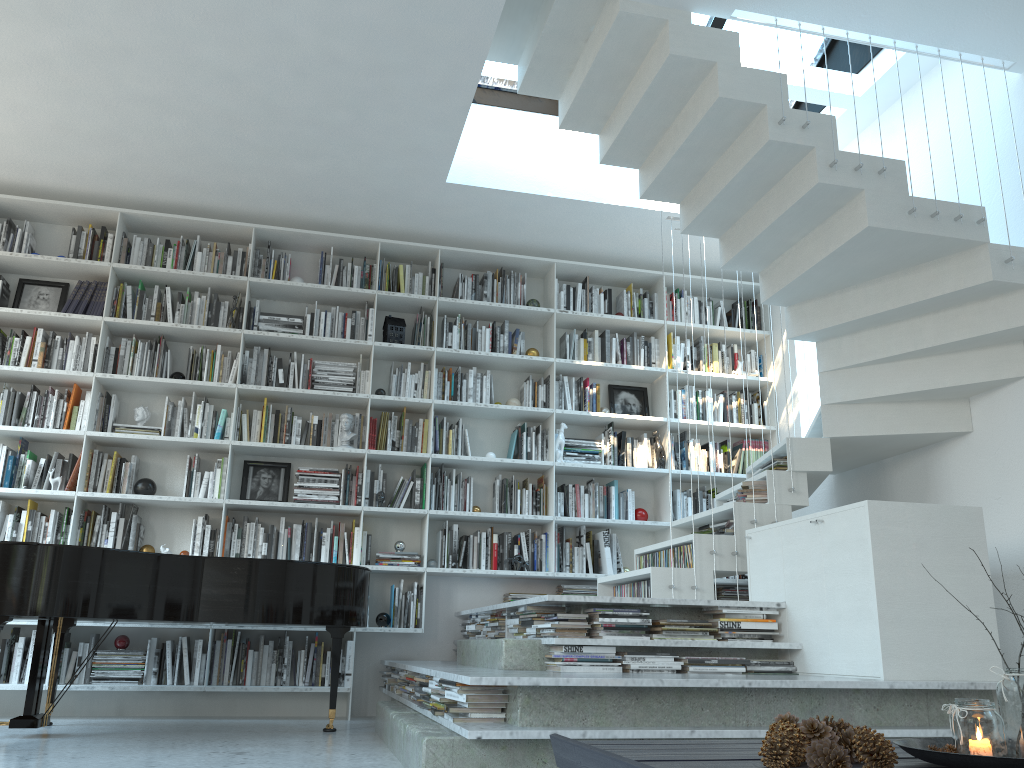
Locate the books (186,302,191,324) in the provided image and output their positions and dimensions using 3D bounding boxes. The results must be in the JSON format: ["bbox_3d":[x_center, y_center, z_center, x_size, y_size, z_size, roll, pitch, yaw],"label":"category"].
[{"bbox_3d":[-2.144,-0.420,5.895,0.024,0.211,0.128,5,-16,-12],"label":"books"}]

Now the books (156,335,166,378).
[{"bbox_3d":[-2.282,-0.141,5.765,0.005,0.330,0.162,5,-16,-12],"label":"books"}]

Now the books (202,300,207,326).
[{"bbox_3d":[-2.038,-0.426,5.899,0.013,0.230,0.142,5,-16,-12],"label":"books"}]

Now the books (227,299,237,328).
[{"bbox_3d":[-1.874,-0.430,5.932,0.055,0.263,0.167,5,-16,-12],"label":"books"}]

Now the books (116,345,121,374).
[{"bbox_3d":[-2.518,-0.118,5.697,0.012,0.239,0.134,5,-16,-12],"label":"books"}]

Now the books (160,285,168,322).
[{"bbox_3d":[-2.297,-0.485,5.866,0.013,0.314,0.135,5,-16,-12],"label":"books"}]

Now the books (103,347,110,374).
[{"bbox_3d":[-2.581,-0.111,5.668,0.015,0.207,0.186,5,-17,-12],"label":"books"}]

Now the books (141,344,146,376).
[{"bbox_3d":[-2.371,-0.114,5.731,0.011,0.255,0.152,5,-16,-12],"label":"books"}]

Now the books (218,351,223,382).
[{"bbox_3d":[-1.916,-0.077,5.831,0.010,0.256,0.140,5,-16,-12],"label":"books"}]

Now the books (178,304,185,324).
[{"bbox_3d":[-2.175,-0.414,5.858,0.028,0.179,0.168,5,-17,-12],"label":"books"}]

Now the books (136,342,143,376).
[{"bbox_3d":[-2.386,-0.120,5.704,0.012,0.251,0.184,5,-17,-12],"label":"books"}]

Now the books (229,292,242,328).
[{"bbox_3d":[-1.858,-0.448,5.941,0.058,0.301,0.175,5,-16,-12],"label":"books"}]

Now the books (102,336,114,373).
[{"bbox_3d":[-2.597,-0.145,5.691,0.012,0.284,0.160,5,-16,-12],"label":"books"}]

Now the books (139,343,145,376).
[{"bbox_3d":[-2.381,-0.117,5.730,0.010,0.261,0.170,5,-16,-12],"label":"books"}]

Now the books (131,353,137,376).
[{"bbox_3d":[-2.420,-0.085,5.710,0.029,0.186,0.149,5,-17,-12],"label":"books"}]

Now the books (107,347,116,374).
[{"bbox_3d":[-2.565,-0.111,5.698,0.029,0.224,0.137,5,-16,-12],"label":"books"}]

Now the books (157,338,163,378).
[{"bbox_3d":[-2.277,-0.129,5.761,0.005,0.304,0.163,5,-16,-12],"label":"books"}]

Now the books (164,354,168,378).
[{"bbox_3d":[-2.240,-0.078,5.761,0.004,0.209,0.132,5,-16,-12],"label":"books"}]

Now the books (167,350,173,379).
[{"bbox_3d":[-2.222,-0.090,5.761,0.031,0.231,0.148,5,-16,-12],"label":"books"}]

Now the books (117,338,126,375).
[{"bbox_3d":[-2.498,-0.138,5.700,0.026,0.278,0.151,5,-16,-12],"label":"books"}]

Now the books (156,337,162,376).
[{"bbox_3d":[-2.288,-0.134,5.765,0.005,0.315,0.157,5,-16,-12],"label":"books"}]

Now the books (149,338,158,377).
[{"bbox_3d":[-2.316,-0.130,5.736,0.011,0.290,0.177,5,-16,-12],"label":"books"}]

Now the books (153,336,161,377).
[{"bbox_3d":[-2.300,-0.139,5.757,0.004,0.320,0.153,5,-16,-12],"label":"books"}]

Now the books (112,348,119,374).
[{"bbox_3d":[-2.539,-0.106,5.702,0.024,0.218,0.140,5,-16,-12],"label":"books"}]

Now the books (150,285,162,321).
[{"bbox_3d":[-2.344,-0.483,5.835,0.023,0.292,0.156,5,-16,-12],"label":"books"}]

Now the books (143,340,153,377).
[{"bbox_3d":[-2.349,-0.126,5.729,0.011,0.278,0.169,5,-16,-12],"label":"books"}]

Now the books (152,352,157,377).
[{"bbox_3d":[-2.312,-0.086,5.752,0.012,0.216,0.133,5,-16,-12],"label":"books"}]

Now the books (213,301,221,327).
[{"bbox_3d":[-1.960,-0.416,5.907,0.030,0.217,0.183,5,-17,-12],"label":"books"}]

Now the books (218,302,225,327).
[{"bbox_3d":[-1.936,-0.415,5.917,0.022,0.222,0.161,5,-17,-12],"label":"books"}]

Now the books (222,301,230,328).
[{"bbox_3d":[-1.917,-0.416,5.938,0.025,0.236,0.153,5,-16,-12],"label":"books"}]

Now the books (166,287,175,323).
[{"bbox_3d":[-2.249,-0.474,5.847,0.075,0.284,0.179,5,-16,-13],"label":"books"}]

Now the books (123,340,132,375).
[{"bbox_3d":[-2.462,-0.127,5.703,0.024,0.261,0.178,5,-17,-12],"label":"books"}]

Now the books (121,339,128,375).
[{"bbox_3d":[-2.479,-0.136,5.700,0.012,0.275,0.157,5,-16,-12],"label":"books"}]

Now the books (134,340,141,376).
[{"bbox_3d":[-2.396,-0.127,5.702,0.009,0.262,0.190,5,-17,-12],"label":"books"}]

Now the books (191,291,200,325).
[{"bbox_3d":[-2.106,-0.456,5.900,0.026,0.285,0.138,5,-16,-12],"label":"books"}]

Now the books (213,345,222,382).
[{"bbox_3d":[-1.930,-0.093,5.824,0.022,0.283,0.190,5,-17,-12],"label":"books"}]

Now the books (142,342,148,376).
[{"bbox_3d":[-2.357,-0.120,5.719,0.009,0.260,0.181,5,-17,-12],"label":"books"}]

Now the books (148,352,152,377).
[{"bbox_3d":[-2.332,-0.094,5.744,0.011,0.225,0.130,5,-16,-12],"label":"books"}]

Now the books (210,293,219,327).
[{"bbox_3d":[-1.989,-0.447,5.930,0.022,0.289,0.147,5,-16,-12],"label":"books"}]

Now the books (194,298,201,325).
[{"bbox_3d":[-2.078,-0.432,5.874,0.021,0.225,0.192,5,-17,-12],"label":"books"}]

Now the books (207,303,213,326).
[{"bbox_3d":[-2.012,-0.413,5.913,0.024,0.213,0.150,5,-17,-12],"label":"books"}]

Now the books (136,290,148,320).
[{"bbox_3d":[-2.420,-0.467,5.804,0.031,0.241,0.182,5,-17,-12],"label":"books"}]

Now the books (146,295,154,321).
[{"bbox_3d":[-2.370,-0.450,5.819,0.029,0.218,0.158,5,-17,-12],"label":"books"}]

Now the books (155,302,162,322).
[{"bbox_3d":[-2.319,-0.424,5.835,0.034,0.180,0.160,5,-17,-12],"label":"books"}]

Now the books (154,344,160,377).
[{"bbox_3d":[-2.293,-0.112,5.744,0.010,0.261,0.158,5,-16,-12],"label":"books"}]

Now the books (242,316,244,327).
[{"bbox_3d":[-1.802,-0.382,5.970,0.019,0.193,0.098,5,-16,-12],"label":"books"}]

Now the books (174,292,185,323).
[{"bbox_3d":[-2.203,-0.456,5.870,0.027,0.264,0.169,5,-16,-12],"label":"books"}]

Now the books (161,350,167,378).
[{"bbox_3d":[-2.260,-0.091,5.769,0.009,0.236,0.135,5,-16,-12],"label":"books"}]

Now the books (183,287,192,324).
[{"bbox_3d":[-2.155,-0.474,5.880,0.012,0.307,0.145,5,-16,-12],"label":"books"}]

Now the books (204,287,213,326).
[{"bbox_3d":[-2.023,-0.468,5.903,0.011,0.312,0.184,5,-16,-12],"label":"books"}]

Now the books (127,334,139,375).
[{"bbox_3d":[-2.448,-0.149,5.726,0.011,0.316,0.155,5,-16,-12],"label":"books"}]

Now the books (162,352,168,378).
[{"bbox_3d":[-2.248,-0.083,5.763,0.012,0.217,0.151,5,-17,-12],"label":"books"}]

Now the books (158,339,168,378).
[{"bbox_3d":[-2.261,-0.125,5.742,0.011,0.286,0.189,5,-16,-12],"label":"books"}]

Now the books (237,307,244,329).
[{"bbox_3d":[-1.823,-0.394,5.961,0.028,0.211,0.135,5,-16,-12],"label":"books"}]

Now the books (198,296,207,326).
[{"bbox_3d":[-2.058,-0.441,5.902,0.028,0.260,0.136,5,-16,-12],"label":"books"}]

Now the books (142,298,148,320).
[{"bbox_3d":[-2.397,-0.442,5.817,0.024,0.201,0.154,5,-17,-12],"label":"books"}]

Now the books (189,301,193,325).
[{"bbox_3d":[-2.121,-0.424,5.873,0.010,0.208,0.174,5,-17,-12],"label":"books"}]

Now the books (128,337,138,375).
[{"bbox_3d":[-2.434,-0.138,5.703,0.010,0.282,0.184,5,-16,-12],"label":"books"}]

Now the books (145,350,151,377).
[{"bbox_3d":[-2.337,-0.094,5.716,0.011,0.208,0.181,5,-17,-12],"label":"books"}]
